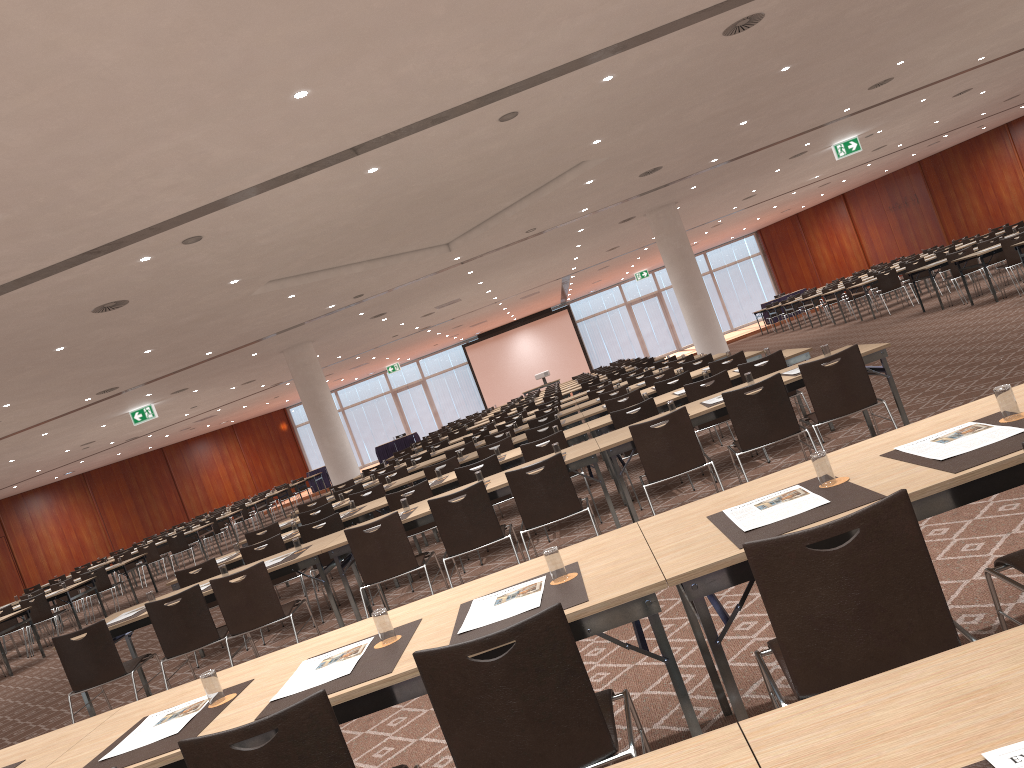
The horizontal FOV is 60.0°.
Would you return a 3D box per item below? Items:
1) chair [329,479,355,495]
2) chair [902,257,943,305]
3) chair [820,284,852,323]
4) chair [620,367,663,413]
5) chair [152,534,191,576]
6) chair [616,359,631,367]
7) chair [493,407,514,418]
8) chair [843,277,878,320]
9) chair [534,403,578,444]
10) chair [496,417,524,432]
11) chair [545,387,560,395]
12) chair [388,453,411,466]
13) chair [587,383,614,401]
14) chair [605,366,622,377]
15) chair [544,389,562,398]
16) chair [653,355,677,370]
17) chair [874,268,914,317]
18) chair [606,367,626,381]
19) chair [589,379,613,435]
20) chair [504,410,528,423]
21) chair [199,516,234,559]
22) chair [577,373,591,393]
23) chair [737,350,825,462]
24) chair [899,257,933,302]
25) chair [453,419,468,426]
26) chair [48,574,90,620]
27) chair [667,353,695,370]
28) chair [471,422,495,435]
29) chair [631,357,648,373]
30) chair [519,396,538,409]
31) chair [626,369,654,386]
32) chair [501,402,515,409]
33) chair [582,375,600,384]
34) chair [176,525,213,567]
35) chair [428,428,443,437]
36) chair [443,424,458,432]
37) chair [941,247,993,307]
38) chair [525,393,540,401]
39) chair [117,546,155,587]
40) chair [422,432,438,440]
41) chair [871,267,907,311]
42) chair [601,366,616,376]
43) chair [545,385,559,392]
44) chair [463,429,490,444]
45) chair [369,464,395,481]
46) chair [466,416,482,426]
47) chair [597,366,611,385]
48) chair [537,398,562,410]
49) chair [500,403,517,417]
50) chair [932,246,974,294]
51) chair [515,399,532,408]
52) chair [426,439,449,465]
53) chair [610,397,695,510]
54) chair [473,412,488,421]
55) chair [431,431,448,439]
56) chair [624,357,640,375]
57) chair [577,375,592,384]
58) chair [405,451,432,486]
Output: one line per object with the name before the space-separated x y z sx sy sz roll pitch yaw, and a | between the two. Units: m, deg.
chair | -2.656 2.069 14.816 0.536 0.939 0.613 -20 1 3
chair | 8.957 -2.265 19.546 0.536 0.939 0.613 -20 1 5
chair | 8.558 -2.134 23.636 0.536 0.939 0.613 -20 1 3
chair | 2.358 0.199 16.460 0.536 0.939 0.613 -20 1 3
chair | -8.718 4.286 22.587 0.536 0.939 0.613 -20 1 6
chair | 3.389 -0.225 25.872 0.536 0.939 0.613 -20 1 5
chair | -0.089 1.084 22.087 0.536 0.939 0.613 -20 1 3
chair | 8.415 -2.072 21.643 0.536 0.939 0.613 -20 1 4
chair | 0.735 0.810 14.560 0.536 0.939 0.613 -20 1 4
chair | 0.116 1.040 14.564 0.536 0.939 0.613 -20 1 4
chair | 1.243 0.581 24.006 0.536 0.939 0.613 -20 1 2
chair | -1.947 1.797 16.697 0.536 0.939 0.613 -20 1 1
chair | 1.590 0.493 14.548 0.536 0.939 0.613 -20 1 5
chair | 2.652 0.066 21.948 0.536 0.939 0.613 -20 1 3
chair | 1.152 0.623 22.086 0.535 0.939 0.613 -20 1 1
chair | 2.949 -0.020 16.387 0.535 0.939 0.613 -20 1 1
chair | 8.318 -2.027 19.506 0.536 0.939 0.613 -20 1 5
chair | 2.470 0.143 19.922 0.536 0.939 0.613 -20 1 2
chair | 1.779 0.415 16.461 0.536 0.939 0.613 -20 1 3
chair | 0.223 0.992 16.595 0.536 0.939 0.613 -20 1 3
chair | -7.522 3.842 22.511 0.535 0.939 0.613 -20 1 0
chair | 2.251 0.198 25.944 0.536 0.939 0.613 -20 1 3
chair | 2.492 0.184 8.482 0.536 0.939 0.613 -20 1 5
chair | 9.673 -2.539 21.504 0.536 0.939 0.613 -20 1 2
chair | -1.358 1.537 26.250 0.536 0.939 0.613 -20 1 3
chair | -10.410 4.923 20.773 0.536 0.939 0.613 -20 1 5
chair | 2.870 0.018 14.424 0.536 0.939 0.613 -20 1 4
chair | -0.375 1.214 16.598 0.536 0.939 0.613 -20 1 6
chair | 3.276 -0.165 21.874 0.536 0.939 0.613 -20 1 5
chair | 0.548 0.838 24.127 0.536 0.939 0.613 -20 1 4
chair | 2.203 0.266 14.432 0.535 0.939 0.613 -20 1 1
chair | 0.040 1.019 26.084 0.536 0.939 0.613 -20 1 5
chair | 2.082 0.278 21.950 0.536 0.939 0.613 -20 1 2
chair | -8.180 4.086 22.693 0.536 0.939 0.613 -20 1 2
chair | -2.082 1.806 26.219 0.536 0.939 0.613 -20 1 4
chair | -1.500 1.598 24.214 0.536 0.939 0.613 -20 1 6
chair | 8.130 -1.942 16.020 0.536 0.939 0.613 -20 1 4
chair | 0.729 0.762 26.076 0.536 0.939 0.613 -20 1 1
chair | -9.677 4.642 22.729 0.536 0.939 0.613 -20 1 2
chair | -2.077 1.813 24.293 0.535 0.939 0.613 -20 1 0
chair | 9.042 -2.305 21.462 0.536 0.939 0.613 -20 1 5
chair | 2.750 0.021 23.910 0.536 0.939 0.613 -20 1 5
chair | 1.324 0.542 26.080 0.535 0.939 0.613 -20 1 1
chair | -0.434 1.244 14.676 0.535 0.939 0.613 -20 1 1
chair | -1.988 1.821 14.732 0.536 0.939 0.613 -20 1 2
chair | -0.882 1.369 24.140 0.535 0.939 0.613 -20 1 1
chair | 2.826 -0.016 25.943 0.535 0.939 0.613 -20 1 0
chair | 0.830 0.766 16.598 0.535 0.939 0.613 -20 1 0
chair | 0.053 1.022 24.116 0.536 0.939 0.613 -20 1 5
chair | 9.566 -2.490 19.427 0.536 0.939 0.613 -20 1 3
chair | 0.451 0.883 22.088 0.536 0.939 0.613 -20 1 2
chair | -1.240 1.535 16.730 0.536 0.939 0.613 -20 1 5
chair | 1.280 0.634 8.482 0.535 0.939 0.613 -20 1 0
chair | -0.778 1.322 26.171 0.536 0.939 0.613 -20 1 6
chair | -1.643 1.661 22.186 0.536 0.939 0.613 -20 1 6
chair | 3.377 -0.211 23.905 0.536 0.939 0.613 -20 1 3
chair | 2.131 0.251 24.026 0.536 0.939 0.613 -20 1 4
chair | -1.378 1.595 14.659 0.536 0.939 0.613 -20 1 6
